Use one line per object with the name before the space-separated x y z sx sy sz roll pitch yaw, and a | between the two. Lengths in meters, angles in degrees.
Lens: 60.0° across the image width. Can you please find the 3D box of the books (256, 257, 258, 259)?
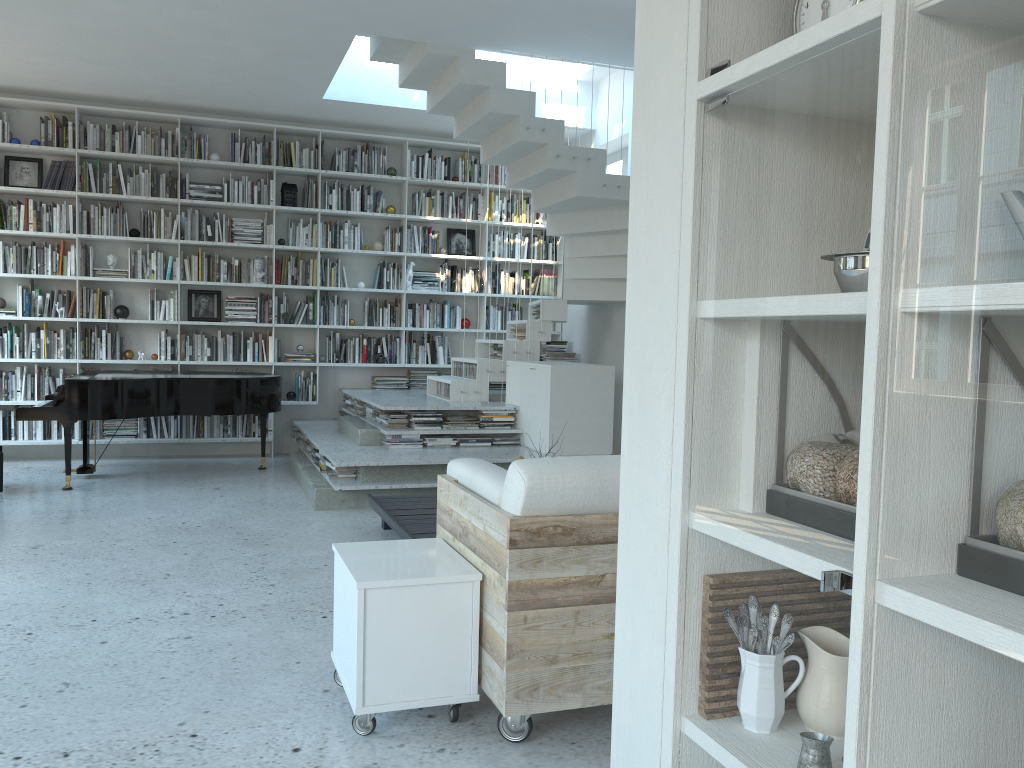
books | -2.445 -1.081 8.504 0.014 0.263 0.135 0 4 -19

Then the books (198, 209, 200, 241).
books | -2.926 -1.470 8.291 0.011 0.300 0.179 0 4 -19

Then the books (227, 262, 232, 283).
books | -2.686 -1.050 8.420 0.050 0.199 0.145 0 4 -19

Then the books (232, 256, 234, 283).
books | -2.652 -1.079 8.420 0.014 0.259 0.161 0 4 -19

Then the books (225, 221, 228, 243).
books | -2.701 -1.426 8.378 0.024 0.216 0.132 0 4 -19

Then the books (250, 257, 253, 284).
books | -2.493 -1.079 8.480 0.024 0.259 0.126 0 4 -19

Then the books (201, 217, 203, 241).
books | -2.906 -1.436 8.304 0.014 0.233 0.147 0 4 -19

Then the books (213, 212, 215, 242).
books | -2.803 -1.462 8.342 0.022 0.285 0.130 0 4 -19

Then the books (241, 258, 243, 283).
books | -2.568 -1.071 8.425 0.012 0.245 0.185 0 4 -19

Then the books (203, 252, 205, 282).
books | -2.890 -1.091 8.322 0.010 0.281 0.170 0 4 -19

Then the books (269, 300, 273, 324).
books | -2.329 -0.695 8.544 0.034 0.229 0.199 0 4 -19

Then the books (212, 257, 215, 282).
books | -2.819 -1.069 8.366 0.025 0.236 0.137 0 4 -19

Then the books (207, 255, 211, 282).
books | -2.859 -1.082 8.365 0.028 0.259 0.134 0 4 -19

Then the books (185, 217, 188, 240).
books | -3.038 -1.435 8.270 0.027 0.228 0.147 0 4 -19

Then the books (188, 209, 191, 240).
books | -3.006 -1.468 8.260 0.026 0.297 0.179 0 4 -19

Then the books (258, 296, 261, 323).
books | -2.428 -0.712 8.520 0.011 0.261 0.184 0 4 -19

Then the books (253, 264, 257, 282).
books | -2.465 -1.050 8.490 0.035 0.201 0.149 0 4 -19

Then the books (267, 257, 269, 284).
books | -2.349 -1.081 8.521 0.014 0.266 0.153 0 4 -19

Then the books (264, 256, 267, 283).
books | -2.372 -1.088 8.530 0.025 0.279 0.108 0 4 -19

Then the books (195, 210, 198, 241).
books | -2.947 -1.468 8.292 0.029 0.295 0.151 0 4 -19

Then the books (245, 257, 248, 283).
books | -2.533 -1.078 8.456 0.025 0.259 0.150 0 4 -19

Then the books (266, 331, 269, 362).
books | -2.366 -0.366 8.581 0.011 0.300 0.149 0 4 -19

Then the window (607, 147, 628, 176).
window | 1.090 -1.665 8.565 0.042 1.227 1.116 0 4 -19

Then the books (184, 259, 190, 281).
books | -3.033 -1.056 8.277 0.053 0.209 0.156 0 4 -19

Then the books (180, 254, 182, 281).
books | -3.088 -1.080 8.274 0.012 0.254 0.160 0 4 -19

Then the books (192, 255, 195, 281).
books | -2.989 -1.077 8.313 0.026 0.248 0.139 0 4 -19

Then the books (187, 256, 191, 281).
books | -3.019 -1.074 8.293 0.042 0.242 0.162 0 4 -19

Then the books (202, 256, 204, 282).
books | -2.906 -1.074 8.337 0.010 0.245 0.149 0 4 -19

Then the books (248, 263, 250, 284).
books | -2.517 -1.053 8.480 0.022 0.207 0.114 0 4 -19

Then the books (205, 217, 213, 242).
books | -2.841 -1.437 8.317 0.066 0.237 0.153 0 4 -19

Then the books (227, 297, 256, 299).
books | -2.586 -0.818 8.463 0.254 0.012 0.160 0 3 -22

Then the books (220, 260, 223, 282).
books | -2.745 -1.059 8.385 0.024 0.216 0.175 0 4 -19

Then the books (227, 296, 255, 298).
books | -2.585 -0.830 8.460 0.254 0.012 0.160 1 3 -15

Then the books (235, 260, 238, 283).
books | -2.618 -1.061 8.417 0.029 0.224 0.185 0 4 -19

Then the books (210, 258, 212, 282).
books | -2.834 -1.065 8.353 0.012 0.228 0.169 0 4 -19

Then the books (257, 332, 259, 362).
books | -2.454 -0.359 8.560 0.010 0.284 0.131 0 4 -19

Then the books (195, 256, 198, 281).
books | -2.961 -1.072 8.317 0.029 0.240 0.155 0 4 -19

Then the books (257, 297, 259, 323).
books | -2.440 -0.709 8.519 0.012 0.254 0.160 0 4 -19

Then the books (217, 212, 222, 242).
books | -2.754 -1.464 8.355 0.049 0.291 0.162 0 4 -19

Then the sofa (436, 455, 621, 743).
sofa | 0.877 0.628 3.272 2.194 0.855 0.870 0 4 -19

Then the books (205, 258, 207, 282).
books | -2.882 -1.066 8.351 0.024 0.228 0.147 0 4 -19

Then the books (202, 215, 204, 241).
books | -2.891 -1.444 8.304 0.014 0.250 0.172 0 4 -19

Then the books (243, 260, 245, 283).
books | -2.563 -1.065 8.466 0.025 0.230 0.142 0 4 -19

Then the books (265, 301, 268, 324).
books | -2.374 -0.691 8.557 0.021 0.217 0.132 0 4 -19

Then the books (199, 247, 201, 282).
books | -2.920 -1.109 8.295 0.014 0.318 0.187 0 4 -19

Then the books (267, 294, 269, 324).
books | -2.353 -0.720 8.544 0.011 0.280 0.186 0 4 -19

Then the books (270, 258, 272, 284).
books | -2.324 -1.081 8.550 0.023 0.265 0.107 0 4 -19

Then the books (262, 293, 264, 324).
books | -2.399 -0.726 8.541 0.011 0.288 0.152 0 4 -19

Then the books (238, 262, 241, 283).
books | -2.591 -1.049 8.430 0.029 0.200 0.178 0 4 -19

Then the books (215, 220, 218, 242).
books | -2.780 -1.427 8.346 0.024 0.217 0.147 0 4 -19

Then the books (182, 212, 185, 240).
books | -3.057 -1.454 8.245 0.026 0.267 0.170 0 4 -19

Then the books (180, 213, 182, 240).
books | -3.079 -1.448 8.249 0.012 0.254 0.160 0 4 -19

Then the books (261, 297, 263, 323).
books | -2.410 -0.710 8.539 0.013 0.256 0.162 0 4 -19

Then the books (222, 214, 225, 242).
books | -2.716 -1.452 8.354 0.021 0.269 0.191 0 4 -19

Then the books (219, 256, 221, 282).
books | -2.765 -1.077 8.390 0.011 0.252 0.130 0 4 -19

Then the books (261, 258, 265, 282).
books | -2.392 -1.078 8.512 0.025 0.260 0.130 0 4 -19

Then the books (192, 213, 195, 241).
books | -2.967 -1.452 8.267 0.025 0.266 0.185 0 4 -19

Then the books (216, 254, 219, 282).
books | -2.774 -1.084 8.358 0.028 0.268 0.189 0 4 -19

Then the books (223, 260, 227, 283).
books | -2.719 -1.058 8.395 0.030 0.215 0.168 0 4 -19
